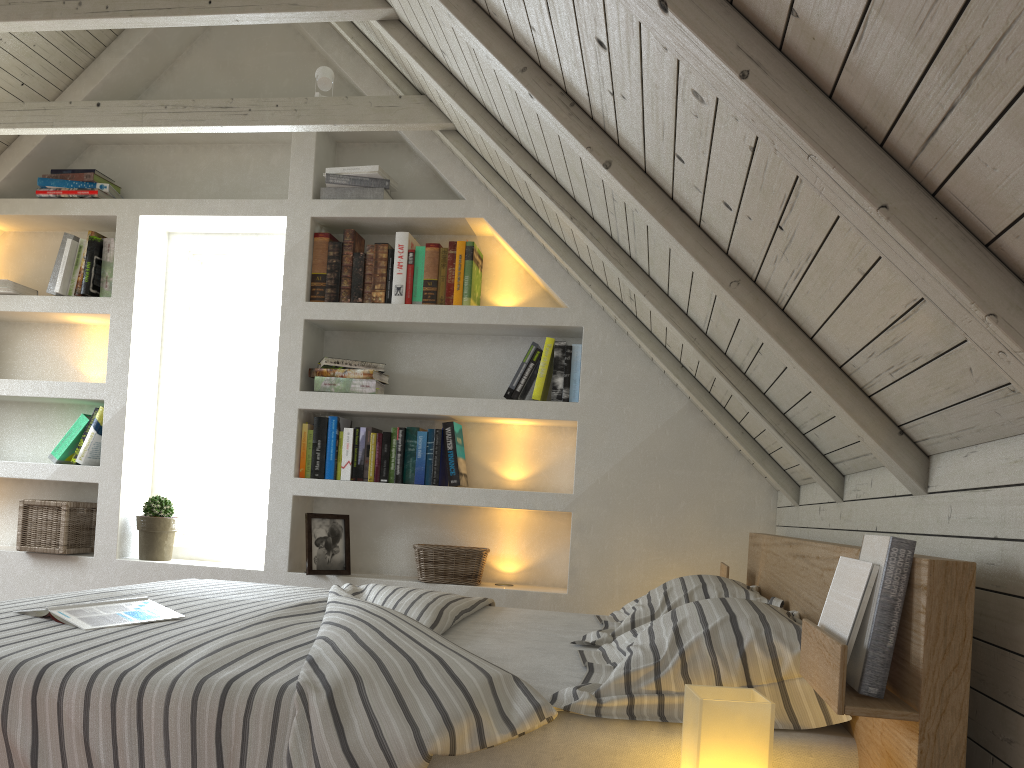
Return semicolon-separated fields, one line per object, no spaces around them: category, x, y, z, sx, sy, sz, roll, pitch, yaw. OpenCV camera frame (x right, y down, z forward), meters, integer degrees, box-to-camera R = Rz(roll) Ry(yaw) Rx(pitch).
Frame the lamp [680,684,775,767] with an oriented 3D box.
lamp;0.260;0.508;1.086;0.090;0.251;0.090;4;-2;0

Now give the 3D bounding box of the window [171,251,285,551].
window;-2.260;-0.198;2.787;3.101;1.368;1.409;5;-5;-13

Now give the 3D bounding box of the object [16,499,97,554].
object;-1.788;0.562;3.470;0.204;0.200;0.206;3;-5;10

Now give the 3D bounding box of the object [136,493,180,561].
object;-1.384;0.552;3.434;0.159;0.270;0.161;3;-3;2

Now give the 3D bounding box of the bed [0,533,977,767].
bed;-0.292;0.648;2.006;1.876;0.701;1.890;2;-7;10

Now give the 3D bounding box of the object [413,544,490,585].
object;-0.225;0.659;3.218;0.283;0.133;0.179;3;-5;1

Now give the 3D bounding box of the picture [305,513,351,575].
picture;-0.694;0.588;3.237;0.174;0.222;0.126;7;-4;-40
